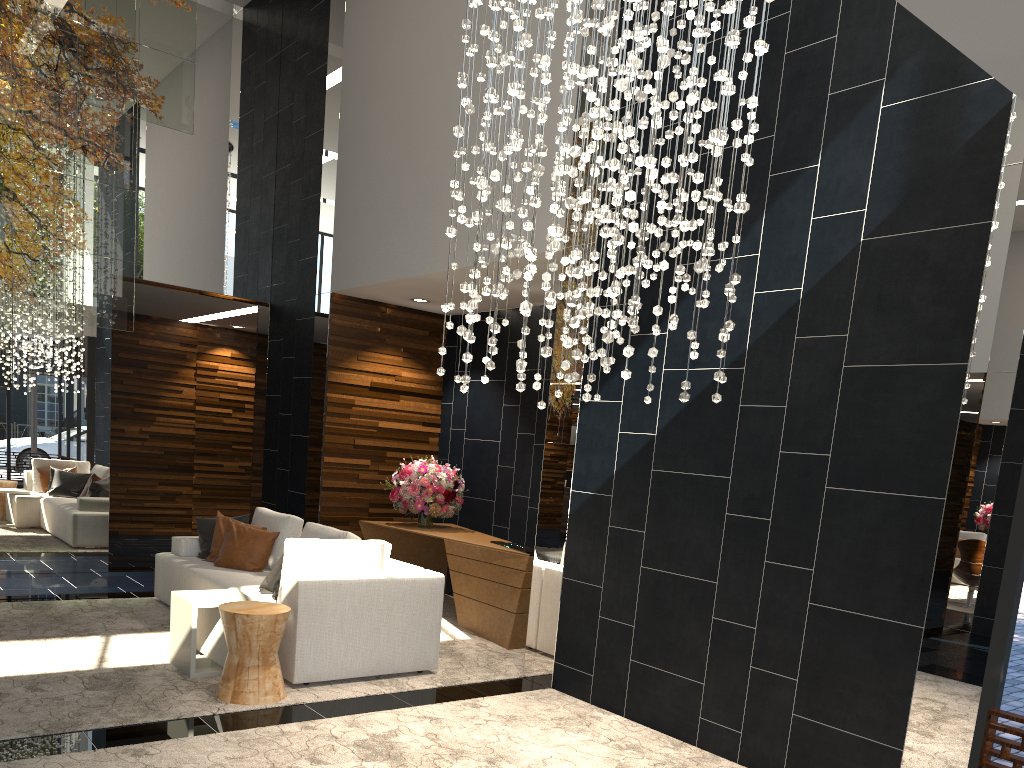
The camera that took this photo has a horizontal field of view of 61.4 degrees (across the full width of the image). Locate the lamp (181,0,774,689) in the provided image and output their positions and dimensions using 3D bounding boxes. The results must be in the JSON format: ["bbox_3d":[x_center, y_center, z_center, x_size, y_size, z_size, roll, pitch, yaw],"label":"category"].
[{"bbox_3d":[-1.318,-46.795,0.117,400.706,116.158,393.315,6,-3,-13],"label":"lamp"}]

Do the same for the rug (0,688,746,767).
[{"bbox_3d":[-0.353,1.794,3.706,3.438,0.006,2.294,9,-6,-38],"label":"rug"}]

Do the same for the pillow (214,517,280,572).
[{"bbox_3d":[-2.090,1.265,6.737,0.515,0.422,0.265,5,5,22],"label":"pillow"}]

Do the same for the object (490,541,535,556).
[{"bbox_3d":[0.079,1.334,6.993,0.242,0.027,0.698,7,-5,-28],"label":"object"}]

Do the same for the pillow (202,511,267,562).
[{"bbox_3d":[-2.218,1.243,6.912,0.545,0.440,0.239,5,6,16],"label":"pillow"}]

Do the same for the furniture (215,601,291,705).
[{"bbox_3d":[-1.471,1.522,4.900,0.393,0.532,0.384,5,4,-4],"label":"furniture"}]

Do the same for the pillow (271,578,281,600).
[{"bbox_3d":[-1.398,1.269,5.807,0.253,0.421,0.551,7,1,20],"label":"pillow"}]

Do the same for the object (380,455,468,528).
[{"bbox_3d":[-0.786,0.997,8.021,0.648,0.690,0.692,7,3,43],"label":"object"}]

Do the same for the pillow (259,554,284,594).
[{"bbox_3d":[-1.518,1.270,5.941,0.298,0.371,0.500,6,0,11],"label":"pillow"}]

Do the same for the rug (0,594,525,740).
[{"bbox_3d":[-2.214,1.812,6.085,5.939,0.006,3.156,9,-6,-38],"label":"rug"}]

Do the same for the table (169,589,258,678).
[{"bbox_3d":[-1.871,1.551,5.396,0.401,0.475,0.391,2,4,-39],"label":"table"}]

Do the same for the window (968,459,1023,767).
[{"bbox_3d":[0.484,-1.408,0.360,6.171,6.143,2.292,3,7,-38],"label":"window"}]

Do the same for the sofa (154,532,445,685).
[{"bbox_3d":[-1.832,1.517,6.388,1.298,0.694,2.799,6,-4,-39],"label":"sofa"}]

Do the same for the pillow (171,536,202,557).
[{"bbox_3d":[-2.545,1.370,7.299,0.627,0.154,0.235,9,-3,-43],"label":"pillow"}]

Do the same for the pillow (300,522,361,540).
[{"bbox_3d":[-1.393,1.256,6.299,0.291,0.444,0.705,1,2,-38],"label":"pillow"}]

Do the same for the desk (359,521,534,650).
[{"bbox_3d":[-0.407,1.722,7.655,0.995,0.762,2.203,5,-2,-39],"label":"desk"}]

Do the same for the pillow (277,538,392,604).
[{"bbox_3d":[-1.129,1.214,5.515,0.716,0.467,0.212,5,5,-37],"label":"pillow"}]

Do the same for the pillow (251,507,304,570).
[{"bbox_3d":[-1.947,1.253,6.988,0.248,0.460,0.706,0,3,-39],"label":"pillow"}]

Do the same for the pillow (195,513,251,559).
[{"bbox_3d":[-2.371,1.244,7.064,0.552,0.424,0.250,5,5,9],"label":"pillow"}]
